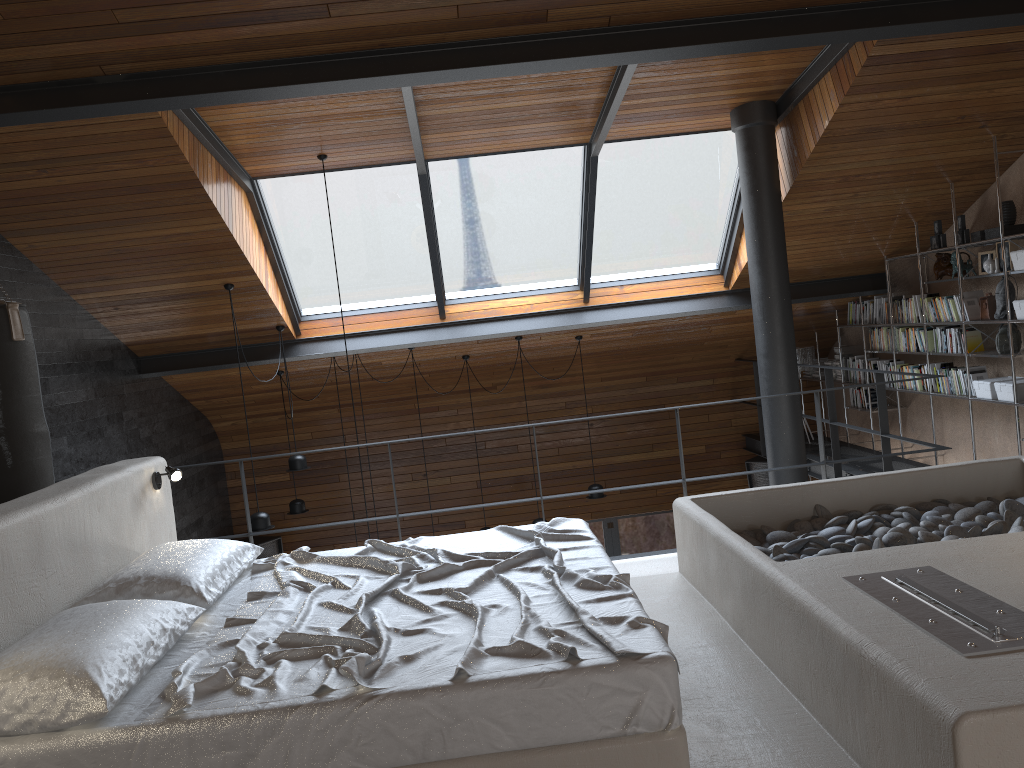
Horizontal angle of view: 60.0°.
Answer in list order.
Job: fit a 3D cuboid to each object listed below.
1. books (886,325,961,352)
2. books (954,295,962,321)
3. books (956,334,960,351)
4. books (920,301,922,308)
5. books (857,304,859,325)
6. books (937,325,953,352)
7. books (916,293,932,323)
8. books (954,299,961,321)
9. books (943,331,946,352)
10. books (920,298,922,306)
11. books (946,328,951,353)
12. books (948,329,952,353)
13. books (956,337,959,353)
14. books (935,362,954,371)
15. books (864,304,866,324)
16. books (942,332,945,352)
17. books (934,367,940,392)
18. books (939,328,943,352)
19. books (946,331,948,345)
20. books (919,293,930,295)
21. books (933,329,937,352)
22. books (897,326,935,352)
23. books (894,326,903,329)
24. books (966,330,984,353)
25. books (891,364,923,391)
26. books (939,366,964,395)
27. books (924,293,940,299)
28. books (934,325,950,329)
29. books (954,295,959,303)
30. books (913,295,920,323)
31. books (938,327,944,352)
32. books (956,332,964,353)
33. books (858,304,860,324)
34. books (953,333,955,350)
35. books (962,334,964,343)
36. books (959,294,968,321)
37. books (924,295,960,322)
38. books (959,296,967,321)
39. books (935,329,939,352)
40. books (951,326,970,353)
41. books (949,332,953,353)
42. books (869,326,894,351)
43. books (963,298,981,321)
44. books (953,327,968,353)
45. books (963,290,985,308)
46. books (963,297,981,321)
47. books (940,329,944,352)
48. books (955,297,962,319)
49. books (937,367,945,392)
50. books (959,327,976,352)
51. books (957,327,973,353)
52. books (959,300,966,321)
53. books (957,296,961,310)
[{"bbox_3d":[3.509,-0.392,7.622,0.138,0.212,1.040,-7,3,-3],"label":"books"},{"bbox_3d":[3.537,-0.599,6.882,0.164,0.209,0.084,-7,3,-3],"label":"books"},{"bbox_3d":[3.547,-0.332,6.931,0.130,0.167,0.046,-7,3,-3],"label":"books"},{"bbox_3d":[3.490,-0.611,7.406,0.131,0.180,0.042,-7,3,-3],"label":"books"},{"bbox_3d":[3.410,-0.680,8.593,0.127,0.197,0.063,-7,3,-3],"label":"books"},{"bbox_3d":[3.568,-0.374,7.235,0.191,0.207,0.012,-7,3,-3],"label":"books"},{"bbox_3d":[3.470,-0.636,7.420,0.148,0.233,0.053,-7,3,-3],"label":"books"},{"bbox_3d":[3.520,-0.589,6.891,0.127,0.192,0.079,-7,3,-3],"label":"books"},{"bbox_3d":[3.551,-0.348,7.144,0.146,0.171,0.018,-7,3,-3],"label":"books"},{"bbox_3d":[3.496,-0.623,7.396,0.149,0.205,0.049,-7,3,-3],"label":"books"},{"bbox_3d":[3.544,-0.352,7.071,0.148,0.190,0.013,-7,3,-3],"label":"books"},{"bbox_3d":[3.550,-0.352,7.059,0.148,0.190,0.013,-7,3,-3],"label":"books"},{"bbox_3d":[3.557,-0.324,6.969,0.128,0.143,0.009,-7,3,-3],"label":"books"},{"bbox_3d":[3.575,-0.057,7.297,0.148,0.233,0.053,-7,3,-3],"label":"books"},{"bbox_3d":[3.413,-0.671,8.447,0.111,0.194,0.059,-7,3,-3],"label":"books"},{"bbox_3d":[3.538,-0.345,7.157,0.130,0.169,0.010,-7,3,-3],"label":"books"},{"bbox_3d":[3.568,-0.043,7.307,0.149,0.205,0.049,-7,3,-3],"label":"books"},{"bbox_3d":[3.552,-0.362,7.212,0.148,0.190,0.013,-7,3,-3],"label":"books"},{"bbox_3d":[3.549,-0.354,7.099,0.129,0.188,0.010,-7,3,-3],"label":"books"},{"bbox_3d":[3.482,-0.643,7.499,0.143,0.236,0.062,-7,3,-3],"label":"books"},{"bbox_3d":[3.536,-0.364,7.276,0.148,0.190,0.013,-7,3,-3],"label":"books"},{"bbox_3d":[3.491,-0.384,7.599,0.139,0.208,0.494,-7,3,-3],"label":"books"},{"bbox_3d":[3.506,-0.415,7.960,0.143,0.218,0.020,-7,3,-3],"label":"books"},{"bbox_3d":[3.561,-0.327,6.843,0.129,0.165,0.056,-7,3,-3],"label":"books"},{"bbox_3d":[3.518,-0.064,7.791,0.139,0.211,0.467,-7,3,-3],"label":"books"},{"bbox_3d":[3.577,-0.031,7.141,0.136,0.210,0.273,-7,3,-3],"label":"books"},{"bbox_3d":[3.503,-0.637,7.386,0.148,0.233,0.053,-7,3,-3],"label":"books"},{"bbox_3d":[3.572,-0.377,7.288,0.207,0.207,0.010,-7,3,-3],"label":"books"},{"bbox_3d":[3.538,-0.599,6.872,0.170,0.209,0.082,-7,3,-4],"label":"books"},{"bbox_3d":[3.467,-0.638,7.468,0.148,0.233,0.053,-7,3,-3],"label":"books"},{"bbox_3d":[3.573,-0.372,7.224,0.192,0.204,0.012,-7,3,-3],"label":"books"},{"bbox_3d":[3.556,-0.332,6.917,0.148,0.167,0.053,-7,3,-3],"label":"books"},{"bbox_3d":[3.418,-0.681,8.582,0.127,0.197,0.063,-7,3,-3],"label":"books"},{"bbox_3d":[3.565,-0.339,7.007,0.148,0.167,0.014,-7,3,-3],"label":"books"},{"bbox_3d":[3.559,-0.319,6.859,0.131,0.147,0.045,-7,3,-3],"label":"books"},{"bbox_3d":[3.535,-0.596,6.794,0.161,0.215,0.092,-7,3,-3],"label":"books"},{"bbox_3d":[3.489,-0.604,7.117,0.139,0.206,0.497,-7,3,-3],"label":"books"},{"bbox_3d":[3.525,-0.588,6.810,0.125,0.200,0.088,-7,3,-3],"label":"books"},{"bbox_3d":[3.555,-0.364,7.249,0.169,0.189,0.018,-7,3,-3],"label":"books"},{"bbox_3d":[3.561,-0.354,7.024,0.146,0.195,0.023,-7,3,-3],"label":"books"},{"bbox_3d":[3.550,-0.337,7.044,0.143,0.161,0.019,-7,3,-3],"label":"books"},{"bbox_3d":[3.459,-0.426,8.250,0.130,0.216,0.311,-7,3,-3],"label":"books"},{"bbox_3d":[3.514,-0.570,6.762,0.112,0.169,0.068,-7,3,-3],"label":"books"},{"bbox_3d":[3.559,-0.349,6.993,0.148,0.190,0.013,-7,3,-3],"label":"books"},{"bbox_3d":[3.547,-0.609,6.788,0.177,0.209,0.082,-7,3,-3],"label":"books"},{"bbox_3d":[3.519,-0.574,6.774,0.117,0.176,0.074,-7,3,-3],"label":"books"},{"bbox_3d":[3.553,-0.359,7.182,0.160,0.187,0.021,-7,3,-3],"label":"books"},{"bbox_3d":[3.511,-0.586,6.849,0.127,0.192,0.079,-7,3,-3],"label":"books"},{"bbox_3d":[3.571,-0.039,7.268,0.137,0.201,0.047,-7,3,-3],"label":"books"},{"bbox_3d":[3.547,-0.339,6.874,0.129,0.186,0.050,-7,3,-3],"label":"books"},{"bbox_3d":[3.560,-0.346,6.957,0.129,0.188,0.010,-7,3,-3],"label":"books"},{"bbox_3d":[3.517,-0.571,6.821,0.119,0.166,0.072,-7,3,-3],"label":"books"},{"bbox_3d":[3.519,-0.586,6.839,0.127,0.192,0.079,-7,3,-3],"label":"books"}]
